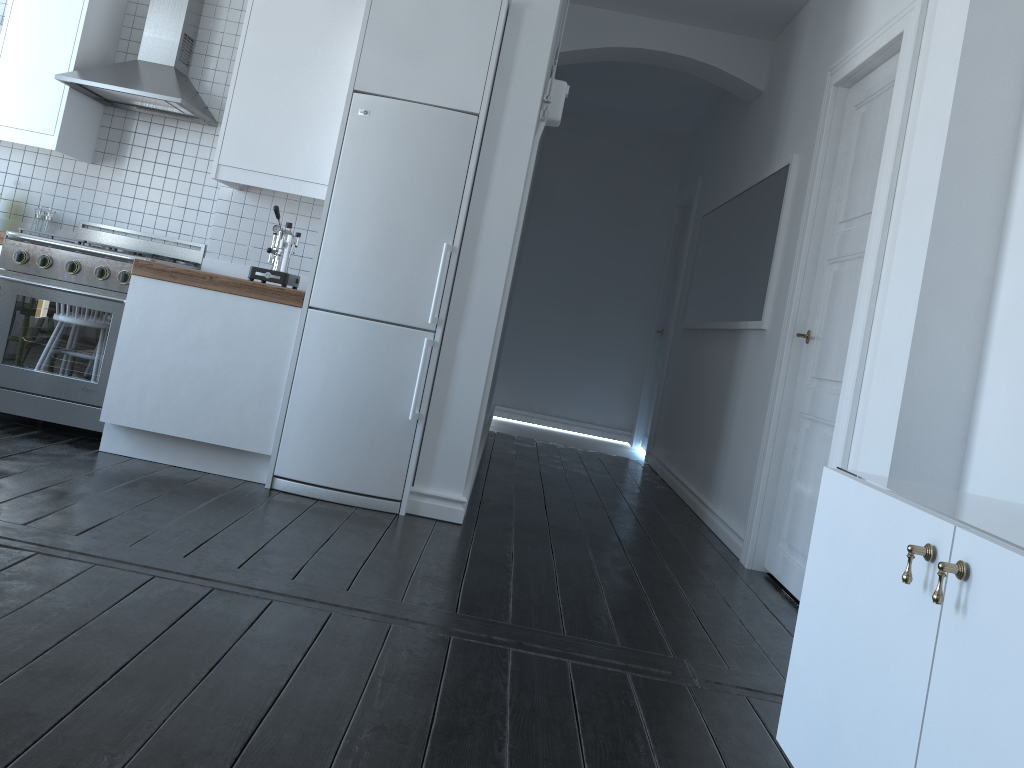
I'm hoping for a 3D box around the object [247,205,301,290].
[{"bbox_3d":[-1.131,-0.661,4.265,0.206,0.371,0.352,11,0,0],"label":"object"}]

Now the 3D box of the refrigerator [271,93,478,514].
[{"bbox_3d":[-0.602,-0.389,4.207,0.576,1.811,0.678,11,-2,0],"label":"refrigerator"}]

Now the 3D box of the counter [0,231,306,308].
[{"bbox_3d":[-2.441,-0.700,4.367,3.099,0.074,0.846,11,4,1],"label":"counter"}]

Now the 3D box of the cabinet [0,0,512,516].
[{"bbox_3d":[-2.055,-0.979,4.409,3.796,2.385,0.774,11,-2,5],"label":"cabinet"}]

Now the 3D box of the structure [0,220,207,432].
[{"bbox_3d":[-2.102,-0.298,4.405,0.700,1.024,0.720,11,-1,0],"label":"structure"}]

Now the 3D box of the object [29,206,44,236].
[{"bbox_3d":[-2.555,-0.874,4.746,0.059,0.173,0.058,10,-2,14],"label":"object"}]

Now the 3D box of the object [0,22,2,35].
[{"bbox_3d":[-2.704,-1.830,4.582,0.085,0.120,0.087,12,-1,-31],"label":"object"}]

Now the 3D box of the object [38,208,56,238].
[{"bbox_3d":[-2.494,-0.861,4.724,0.059,0.173,0.058,10,-2,14],"label":"object"}]

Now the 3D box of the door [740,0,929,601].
[{"bbox_3d":[1.393,-0.314,3.816,0.116,2.488,1.037,11,-2,0],"label":"door"}]

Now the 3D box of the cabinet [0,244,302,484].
[{"bbox_3d":[-2.517,-0.275,4.402,3.193,0.819,0.725,12,0,9],"label":"cabinet"}]

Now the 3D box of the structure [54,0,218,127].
[{"bbox_3d":[-1.798,-2.090,4.596,0.633,1.311,0.526,11,-2,1],"label":"structure"}]

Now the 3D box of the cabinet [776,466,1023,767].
[{"bbox_3d":[0.876,0.630,1.363,0.590,0.737,1.200,11,2,0],"label":"cabinet"}]

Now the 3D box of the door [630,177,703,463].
[{"bbox_3d":[1.427,-0.580,8.000,0.116,2.488,1.067,11,-2,0],"label":"door"}]
